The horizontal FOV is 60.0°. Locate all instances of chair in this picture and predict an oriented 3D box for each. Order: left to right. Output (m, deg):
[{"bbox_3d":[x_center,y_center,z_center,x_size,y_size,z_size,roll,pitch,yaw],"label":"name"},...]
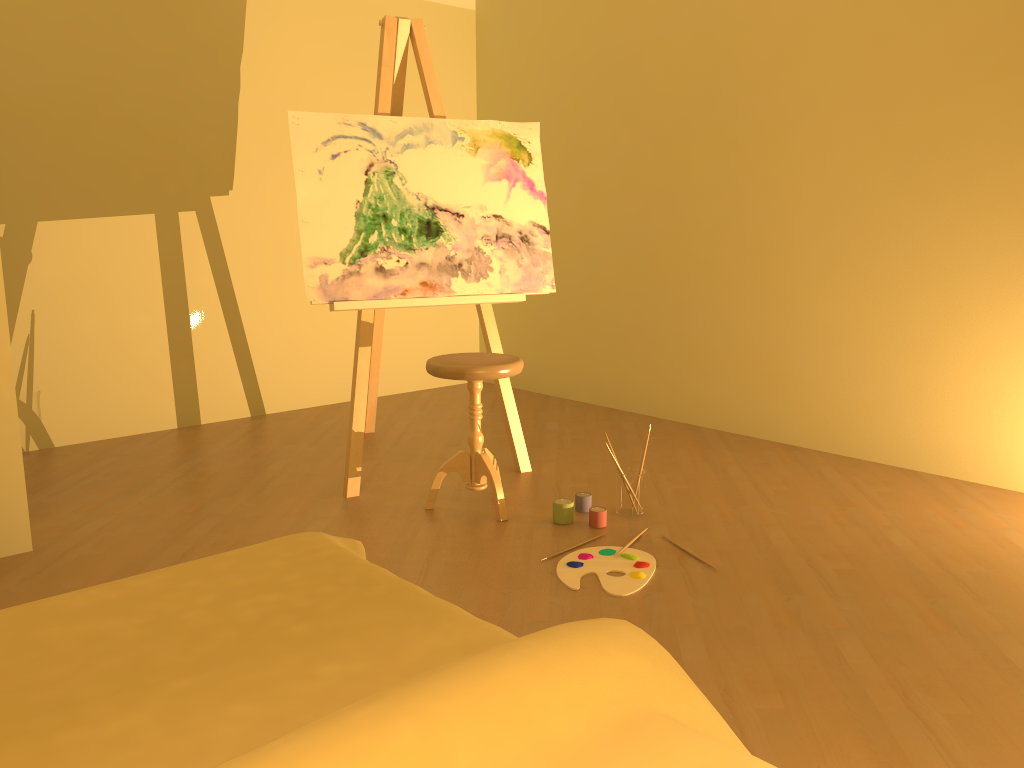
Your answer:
[{"bbox_3d":[-0.129,0.183,3.203,0.348,0.551,0.364,-6,12,-29],"label":"chair"}]

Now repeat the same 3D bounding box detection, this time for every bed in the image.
[{"bbox_3d":[-0.070,0.477,0.655,1.286,0.894,2.378,-9,14,-41],"label":"bed"}]

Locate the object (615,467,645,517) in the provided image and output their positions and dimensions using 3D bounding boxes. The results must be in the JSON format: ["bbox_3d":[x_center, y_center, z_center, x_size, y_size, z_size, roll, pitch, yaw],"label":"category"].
[{"bbox_3d":[0.422,0.386,3.169,0.106,0.157,0.106,4,11,20],"label":"object"}]

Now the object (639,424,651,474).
[{"bbox_3d":[0.463,0.301,3.177,0.069,0.319,0.010,-3,11,-14],"label":"object"}]

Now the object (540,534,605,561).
[{"bbox_3d":[0.200,0.521,2.846,0.010,0.010,0.325,10,14,43],"label":"object"}]

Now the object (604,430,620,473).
[{"bbox_3d":[0.390,0.317,3.180,0.159,0.286,0.010,10,14,43],"label":"object"}]

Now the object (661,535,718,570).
[{"bbox_3d":[0.555,0.528,2.800,0.010,0.010,0.325,-4,11,-21],"label":"object"}]

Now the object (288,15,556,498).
[{"bbox_3d":[-0.510,-0.519,3.640,1.132,1.896,0.972,6,12,31],"label":"object"}]

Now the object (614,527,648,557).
[{"bbox_3d":[0.391,0.511,2.883,0.010,0.015,0.325,5,12,26],"label":"object"}]

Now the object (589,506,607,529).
[{"bbox_3d":[0.295,0.459,3.046,0.060,0.060,0.060,6,12,30],"label":"object"}]

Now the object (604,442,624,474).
[{"bbox_3d":[0.396,0.329,3.131,0.172,0.278,0.010,-6,12,-29],"label":"object"}]

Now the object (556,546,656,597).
[{"bbox_3d":[0.281,0.551,2.674,0.288,0.014,0.366,4,11,20],"label":"object"}]

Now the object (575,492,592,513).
[{"bbox_3d":[0.259,0.429,3.211,0.060,0.060,0.060,7,12,33],"label":"object"}]

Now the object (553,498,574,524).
[{"bbox_3d":[0.179,0.443,3.091,0.073,0.073,0.073,-8,13,-36],"label":"object"}]
